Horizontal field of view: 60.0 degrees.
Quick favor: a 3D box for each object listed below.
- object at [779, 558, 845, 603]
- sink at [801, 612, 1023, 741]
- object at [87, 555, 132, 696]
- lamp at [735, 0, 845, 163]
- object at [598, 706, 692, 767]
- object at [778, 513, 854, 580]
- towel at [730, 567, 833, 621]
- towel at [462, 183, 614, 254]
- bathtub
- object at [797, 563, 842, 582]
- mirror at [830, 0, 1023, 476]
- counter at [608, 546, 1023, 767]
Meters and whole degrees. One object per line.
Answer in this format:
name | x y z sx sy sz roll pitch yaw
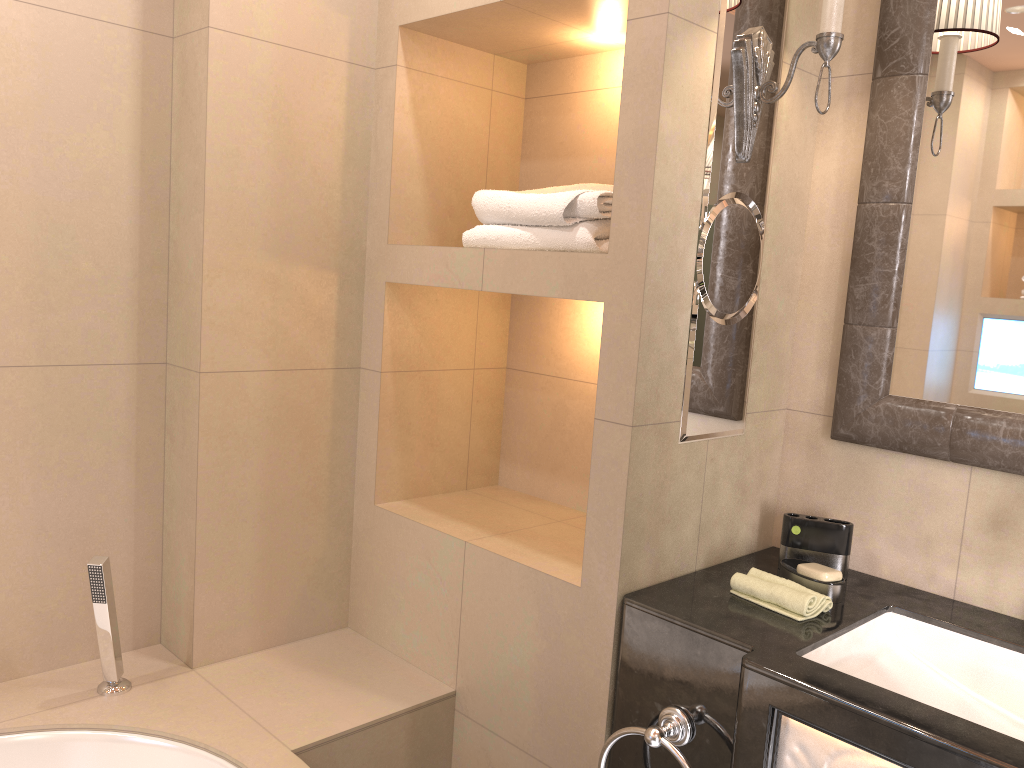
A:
object | 0.523 0.343 1.552 0.080 0.035 0.133 0 8 -26
sink | 0.776 0.510 1.140 0.349 0.135 0.760 -3 10 -44
object | -0.743 0.442 1.633 0.059 0.280 0.114 4 7 0
lamp | 0.492 -0.587 1.428 0.174 0.444 0.223 -3 10 -44
object | 0.226 0.617 1.372 0.074 0.226 0.203 -3 10 -44
object | 0.561 0.300 1.640 0.124 0.104 0.038 7 8 19
towel | 0.447 0.345 1.480 0.096 0.039 0.149 -2 9 -38
towel | -0.970 -0.560 0.699 3.195 0.726 0.517 -3 10 -44
bathtub | -1.083 0.927 0.874 2.662 0.540 1.060 -3 10 -44
object | 0.531 0.325 1.531 0.051 0.022 0.077 1 8 -24
mirror | 1.044 -0.471 1.208 0.040 1.320 1.130 -3 10 -44
counter | 0.769 0.855 1.201 0.543 0.858 1.330 -3 10 -44
